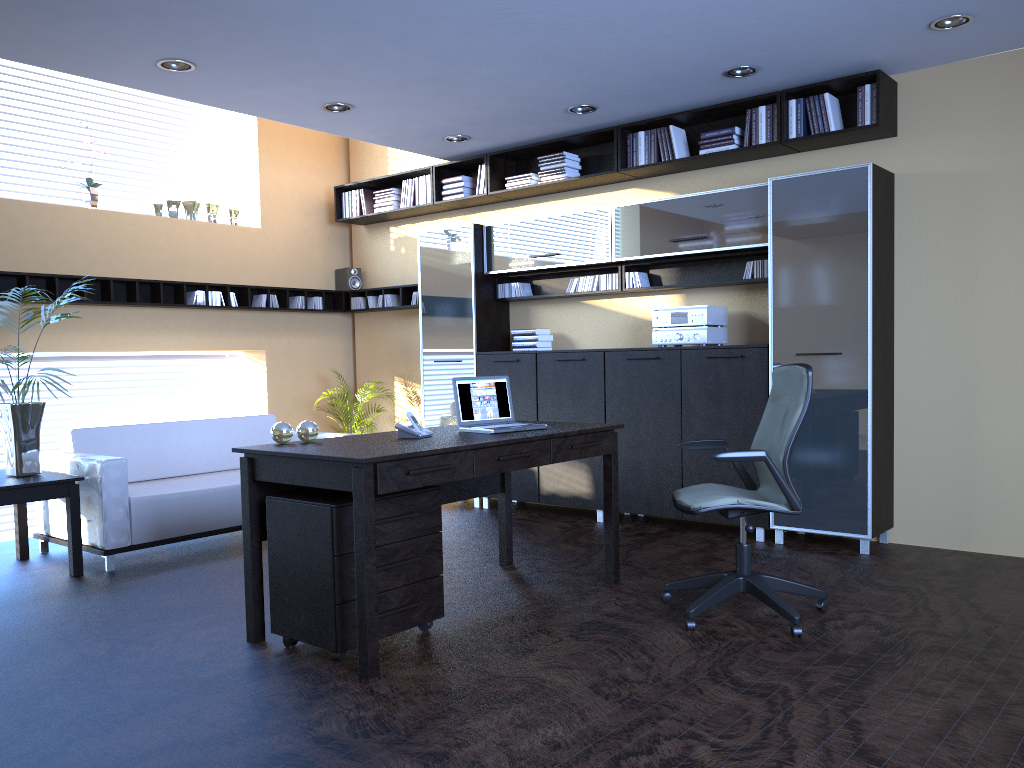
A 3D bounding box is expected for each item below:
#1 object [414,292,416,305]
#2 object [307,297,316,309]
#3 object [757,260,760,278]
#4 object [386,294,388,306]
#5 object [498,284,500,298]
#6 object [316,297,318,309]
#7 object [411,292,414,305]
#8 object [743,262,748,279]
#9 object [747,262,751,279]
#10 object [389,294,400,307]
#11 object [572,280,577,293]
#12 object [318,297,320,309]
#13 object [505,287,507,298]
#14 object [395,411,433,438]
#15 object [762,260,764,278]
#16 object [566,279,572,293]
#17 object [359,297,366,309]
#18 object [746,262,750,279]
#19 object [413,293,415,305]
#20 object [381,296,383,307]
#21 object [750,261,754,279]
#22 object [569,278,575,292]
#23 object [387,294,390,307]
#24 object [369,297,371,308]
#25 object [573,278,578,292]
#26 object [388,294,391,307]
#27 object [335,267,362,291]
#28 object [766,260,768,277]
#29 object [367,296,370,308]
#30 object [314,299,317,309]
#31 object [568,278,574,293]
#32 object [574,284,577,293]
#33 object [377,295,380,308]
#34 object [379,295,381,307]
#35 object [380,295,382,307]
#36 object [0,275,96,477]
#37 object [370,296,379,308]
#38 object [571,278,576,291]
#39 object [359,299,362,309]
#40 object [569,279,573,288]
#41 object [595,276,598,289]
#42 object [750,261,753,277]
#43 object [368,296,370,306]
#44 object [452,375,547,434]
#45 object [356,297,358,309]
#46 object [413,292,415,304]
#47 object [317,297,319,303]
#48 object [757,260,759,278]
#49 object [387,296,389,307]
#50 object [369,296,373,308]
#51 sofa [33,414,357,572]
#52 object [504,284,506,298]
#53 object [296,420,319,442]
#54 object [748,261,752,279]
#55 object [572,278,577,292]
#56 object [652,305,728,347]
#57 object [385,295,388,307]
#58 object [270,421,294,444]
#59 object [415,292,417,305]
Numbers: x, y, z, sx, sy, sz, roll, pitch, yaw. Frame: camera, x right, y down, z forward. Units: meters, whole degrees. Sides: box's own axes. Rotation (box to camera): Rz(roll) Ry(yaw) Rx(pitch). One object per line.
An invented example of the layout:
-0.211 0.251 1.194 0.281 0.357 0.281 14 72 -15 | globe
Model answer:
-0.856 -0.799 8.297 0.030 0.120 0.142 1 3 39 | object
-1.967 -0.783 8.622 0.142 0.118 0.040 1 4 39 | object
1.740 -0.792 6.160 0.009 0.124 0.142 1 3 39 | object
-1.151 -0.800 8.538 0.030 0.120 0.142 1 3 39 | object
-0.071 -0.797 7.650 0.009 0.120 0.142 1 3 40 | object
-1.945 -0.786 8.648 0.142 0.120 0.009 1 4 39 | object
-0.883 -0.798 8.320 0.040 0.118 0.142 1 3 39 | object
1.671 -0.792 6.230 0.040 0.118 0.142 1 3 39 | object
1.691 -0.793 6.214 0.030 0.120 0.142 1 3 39 | object
-1.115 -0.798 8.509 0.040 0.118 0.142 1 3 39 | object
0.544 -0.793 7.154 0.059 0.113 0.142 1 3 39 | object
-1.931 -0.787 8.663 0.142 0.120 0.009 1 4 39 | object
-0.007 -0.797 7.601 0.009 0.120 0.142 1 3 40 | object
-0.484 0.198 4.374 0.146 0.127 0.130 0 3 24 | object
1.765 -0.792 6.143 0.009 0.120 0.142 1 3 39 | object
0.500 -0.793 7.181 0.059 0.113 0.142 1 3 39 | object
-1.444 -0.799 8.779 0.040 0.118 0.142 1 3 39 | object
1.683 -0.793 6.221 0.030 0.120 0.142 1 3 39 | object
-0.864 -0.799 8.304 0.030 0.120 0.142 1 3 39 | object
-1.209 -0.800 8.587 0.030 0.120 0.142 1 3 39 | object
1.706 -0.793 6.200 0.030 0.120 0.142 1 3 39 | object
0.527 -0.793 7.165 0.059 0.113 0.142 1 3 39 | object
-1.135 -0.799 8.525 0.030 0.120 0.142 1 3 39 | object
-1.339 -0.800 8.693 0.030 0.120 0.142 1 3 39 | object
0.550 -0.792 7.145 0.055 0.110 0.140 1 3 39 | object
-1.127 -0.799 8.519 0.030 0.120 0.142 1 3 39 | object
-1.645 -1.045 8.936 0.158 0.230 0.254 -4 3 -41 | object
1.786 -0.792 6.121 0.009 0.120 0.142 1 3 39 | object
-1.355 -0.800 8.706 0.030 0.120 0.142 1 3 39 | object
-1.956 -0.786 8.644 0.142 0.120 0.009 1 4 39 | object
0.519 -0.793 7.172 0.059 0.113 0.142 1 3 39 | object
0.554 -0.793 7.151 0.059 0.113 0.142 1 3 39 | object
-1.245 -0.799 8.616 0.040 0.118 0.142 1 3 39 | object
-1.225 -0.800 8.600 0.030 0.120 0.142 1 3 39 | object
-1.217 -0.800 8.593 0.030 0.120 0.142 1 3 39 | object
-3.388 0.238 5.992 1.039 1.862 1.894 -3 3 -31 | object
-1.320 -0.799 8.677 0.040 0.118 0.142 1 3 39 | object
0.533 -0.792 7.156 0.055 0.110 0.140 1 3 39 | object
-1.463 -0.801 8.794 0.009 0.120 0.142 1 3 39 | object
0.515 -0.793 7.182 0.059 0.113 0.142 1 3 40 | object
0.706 -0.795 7.015 0.036 0.116 0.140 1 3 39 | object
1.701 -0.792 6.194 0.026 0.118 0.140 1 3 39 | object
-1.347 -0.800 8.699 0.030 0.120 0.142 1 3 39 | object
-0.064 0.101 4.687 0.390 0.283 0.322 -3 3 -41 | object
-1.487 -0.801 8.813 0.009 0.120 0.142 1 3 39 | object
-0.872 -0.799 8.310 0.030 0.120 0.142 1 3 39 | object
-1.937 -0.786 8.655 0.142 0.120 0.009 1 4 39 | object
1.738 -0.792 6.158 0.009 0.120 0.142 1 3 39 | object
-1.143 -0.799 8.532 0.030 0.120 0.142 1 3 39 | object
-1.331 -0.800 8.686 0.030 0.120 0.142 1 3 39 | object
-2.253 0.702 6.544 1.014 0.849 2.054 1 3 39 | sofa
-0.016 -0.797 7.606 0.009 0.120 0.142 1 3 39 | object
-0.972 0.225 4.215 0.105 0.105 0.105 -3 3 -32 | object
1.699 -0.793 6.208 0.030 0.120 0.142 1 3 39 | object
0.544 -0.792 7.153 0.055 0.110 0.140 1 3 39 | object
1.277 -0.411 6.379 0.430 0.282 0.362 1 3 39 | object
-1.167 -0.800 8.552 0.009 0.120 0.142 1 3 39 | object
-1.080 0.228 4.164 0.105 0.105 0.105 -3 3 -32 | object
-0.848 -0.799 8.291 0.030 0.120 0.142 1 3 39 | object
